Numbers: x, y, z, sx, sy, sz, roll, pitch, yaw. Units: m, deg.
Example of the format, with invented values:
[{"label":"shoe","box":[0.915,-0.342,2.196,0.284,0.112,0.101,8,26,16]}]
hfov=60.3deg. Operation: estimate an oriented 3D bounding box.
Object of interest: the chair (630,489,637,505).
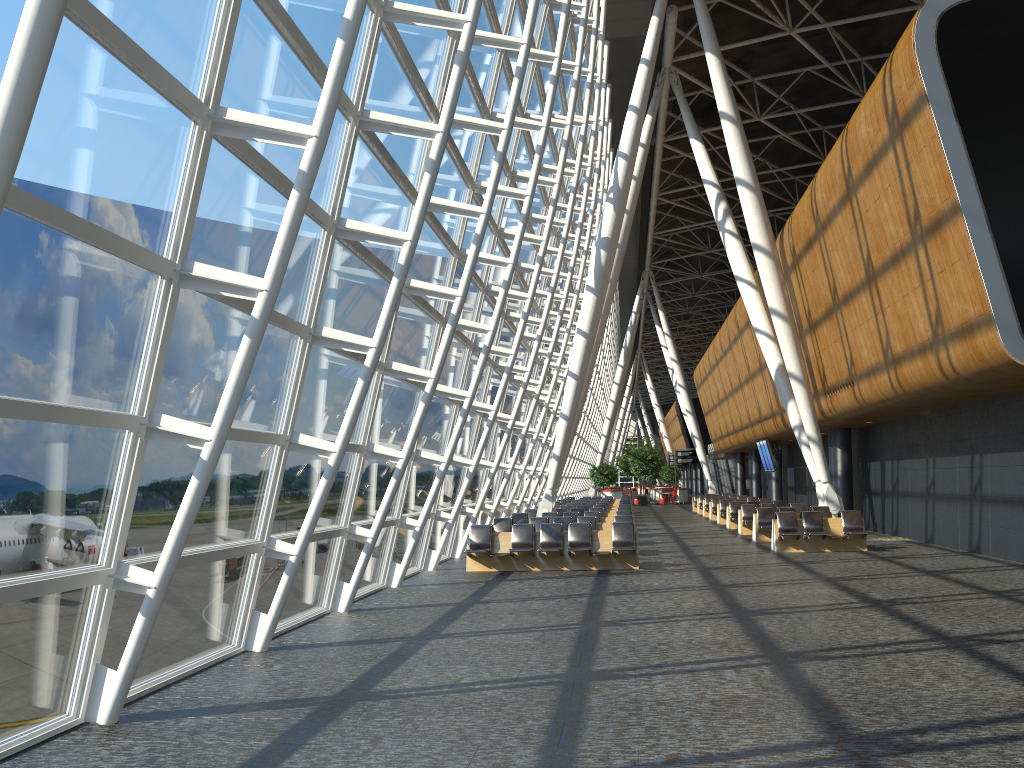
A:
[{"label":"chair","box":[7.564,7.246,56.256,0.662,1.008,0.623,-3,-2,32]}]

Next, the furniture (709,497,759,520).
[{"label":"furniture","box":[8.653,4.837,34.237,1.897,0.867,1.667,-2,-5,7]}]

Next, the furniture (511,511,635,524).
[{"label":"furniture","box":[1.549,3.747,22.825,3.252,0.867,1.667,-2,-5,7]}]

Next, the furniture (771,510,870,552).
[{"label":"furniture","box":[6.716,3.228,19.362,1.897,0.867,1.667,-2,-5,7]}]

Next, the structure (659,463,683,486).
[{"label":"structure","box":[11.819,7.307,65.672,1.731,2.775,1.786,0,-2,-35]}]

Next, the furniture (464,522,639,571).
[{"label":"furniture","box":[0.774,3.104,16.875,3.252,0.867,1.667,-2,-5,7]}]

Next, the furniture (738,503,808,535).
[{"label":"furniture","box":[7.491,3.872,25.312,1.897,0.867,1.667,-2,-5,7]}]

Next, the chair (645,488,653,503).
[{"label":"chair","box":[9.428,7.608,59.933,0.662,1.008,0.622,-3,-3,42]}]

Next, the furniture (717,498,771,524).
[{"label":"furniture","box":[8.265,4.515,31.262,1.897,0.867,1.667,-2,-5,7]}]

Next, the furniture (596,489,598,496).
[{"label":"furniture","box":[8.957,9.900,79.714,3.252,0.867,1.667,-2,-5,7]}]

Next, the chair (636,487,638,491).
[{"label":"chair","box":[10.377,9.254,74.920,0.660,1.008,0.624,-1,-2,-8]}]

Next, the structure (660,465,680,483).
[{"label":"structure","box":[13.480,8.302,75.950,1.882,2.991,1.941,0,-2,-35]}]

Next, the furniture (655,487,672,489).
[{"label":"furniture","box":[11.645,8.352,67.124,0.888,1.005,2.843,0,-6,-25]}]

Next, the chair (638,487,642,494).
[{"label":"chair","box":[10.596,8.840,71.260,0.660,1.008,0.624,-1,-2,-8]}]

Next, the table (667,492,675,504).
[{"label":"table","box":[10.169,7.388,56.975,0.800,0.749,0.801,-3,-4,24]}]

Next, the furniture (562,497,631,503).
[{"label":"furniture","box":[3.873,5.678,40.674,3.252,0.867,1.667,-2,-5,7]}]

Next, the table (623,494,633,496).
[{"label":"table","box":[7.383,7.263,55.209,0.798,0.749,0.802,0,-4,-21]}]

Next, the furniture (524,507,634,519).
[{"label":"furniture","box":[1.936,4.069,25.800,3.252,0.867,1.667,-2,-5,7]}]

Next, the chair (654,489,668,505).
[{"label":"chair","box":[9.567,7.221,56.501,0.660,1.008,0.624,0,-2,-38]}]

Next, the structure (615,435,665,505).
[{"label":"structure","box":[8.254,5.681,58.163,3.092,4.524,5.827,-1,-4,0]}]

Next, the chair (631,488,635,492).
[{"label":"chair","box":[8.531,8.049,63.689,0.662,1.008,0.623,-3,-2,32]}]

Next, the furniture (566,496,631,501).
[{"label":"furniture","box":[4.260,5.999,43.649,3.252,0.867,1.667,-2,-5,7]}]

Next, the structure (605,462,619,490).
[{"label":"structure","box":[6.655,7.016,62.197,1.782,2.847,1.838,0,-2,-35]}]

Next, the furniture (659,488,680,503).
[{"label":"furniture","box":[10.677,7.549,59.692,0.888,1.005,2.843,0,-6,-25]}]

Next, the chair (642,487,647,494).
[{"label":"chair","box":[10.396,8.411,67.365,0.662,1.008,0.622,-3,-3,42]}]

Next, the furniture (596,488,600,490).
[{"label":"furniture","box":[9.731,10.543,85.664,3.252,0.867,1.667,-2,-5,7]}]

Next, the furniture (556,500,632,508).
[{"label":"furniture","box":[3.098,5.034,34.725,3.252,0.867,1.667,-2,-5,7]}]

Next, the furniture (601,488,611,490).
[{"label":"furniture","box":[7.304,8.450,66.999,0.889,1.005,2.838,-3,-6,20]}]

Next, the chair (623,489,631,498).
[{"label":"chair","box":[7.382,7.402,57.620,0.624,1.008,0.661,-3,-2,32]}]

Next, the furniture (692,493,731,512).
[{"label":"furniture","box":[9.815,5.802,43.161,1.897,0.867,1.667,-2,-5,7]}]

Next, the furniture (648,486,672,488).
[{"label":"furniture","box":[11.791,8.763,70.843,2.829,1.006,0.892,3,-5,-40]}]

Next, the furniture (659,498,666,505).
[{"label":"furniture","box":[9.440,7.351,55.169,0.443,0.459,0.444,-3,-3,20]}]

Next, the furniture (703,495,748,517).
[{"label":"furniture","box":[9.040,5.159,37.211,1.897,0.867,1.667,-2,-5,7]}]

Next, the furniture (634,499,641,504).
[{"label":"furniture","box":[7.824,7.367,54.942,0.443,0.459,0.444,1,-4,-40]}]

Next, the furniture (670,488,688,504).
[{"label":"furniture","box":[10.810,7.216,56.737,0.889,1.005,2.838,-3,-6,20]}]

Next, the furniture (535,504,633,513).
[{"label":"furniture","box":[2.323,4.391,28.775,3.252,0.867,1.667,-2,-5,7]}]

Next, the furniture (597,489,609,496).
[{"label":"furniture","box":[6.336,7.646,59.566,0.889,1.005,2.838,-3,-6,20]}]

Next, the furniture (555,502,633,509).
[{"label":"furniture","box":[2.711,4.712,31.750,3.252,0.867,1.667,-2,-5,7]}]

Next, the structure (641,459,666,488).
[{"label":"structure","box":[11.093,7.385,69.332,2.282,3.471,2.222,-2,-2,20]}]

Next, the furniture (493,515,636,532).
[{"label":"furniture","box":[1.161,3.426,19.850,3.252,0.867,1.667,-2,-5,7]}]

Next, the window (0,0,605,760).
[{"label":"window","box":[8.434,3.694,83.177,3.721,13.992,166.949,-2,-6,7]}]

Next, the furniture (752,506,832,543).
[{"label":"furniture","box":[7.103,3.550,22.337,1.897,0.867,1.667,-2,-5,7]}]

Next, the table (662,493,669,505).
[{"label":"table","box":[9.847,7.229,55.474,0.800,0.749,0.801,-3,-4,24]}]

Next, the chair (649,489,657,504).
[{"label":"chair","box":[9.558,7.473,58.760,0.624,1.008,0.661,-3,-3,42]}]

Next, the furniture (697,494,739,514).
[{"label":"furniture","box":[9.428,5.481,40.186,1.897,0.867,1.667,-2,-5,7]}]

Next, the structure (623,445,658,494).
[{"label":"structure","box":[10.745,7.376,73.934,3.099,4.526,5.753,-3,-4,30]}]

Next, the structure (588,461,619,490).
[{"label":"structure","box":[6.014,6.506,58.005,1.917,2.964,1.871,-1,-2,-19]}]

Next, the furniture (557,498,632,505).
[{"label":"furniture","box":[3.486,5.356,37.699,3.252,0.867,1.667,-2,-5,7]}]

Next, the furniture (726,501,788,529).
[{"label":"furniture","box":[7.878,4.194,28.287,1.897,0.867,1.667,-2,-5,7]}]

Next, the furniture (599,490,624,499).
[{"label":"furniture","box":[6.469,7.313,56.611,0.888,1.005,2.843,0,-6,-25]}]

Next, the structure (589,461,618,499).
[{"label":"structure","box":[5.731,6.286,55.114,1.731,2.775,1.786,0,-2,-35]}]

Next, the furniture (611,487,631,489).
[{"label":"furniture","box":[9.331,9.349,75.531,2.829,1.006,0.892,3,-5,-40]}]
